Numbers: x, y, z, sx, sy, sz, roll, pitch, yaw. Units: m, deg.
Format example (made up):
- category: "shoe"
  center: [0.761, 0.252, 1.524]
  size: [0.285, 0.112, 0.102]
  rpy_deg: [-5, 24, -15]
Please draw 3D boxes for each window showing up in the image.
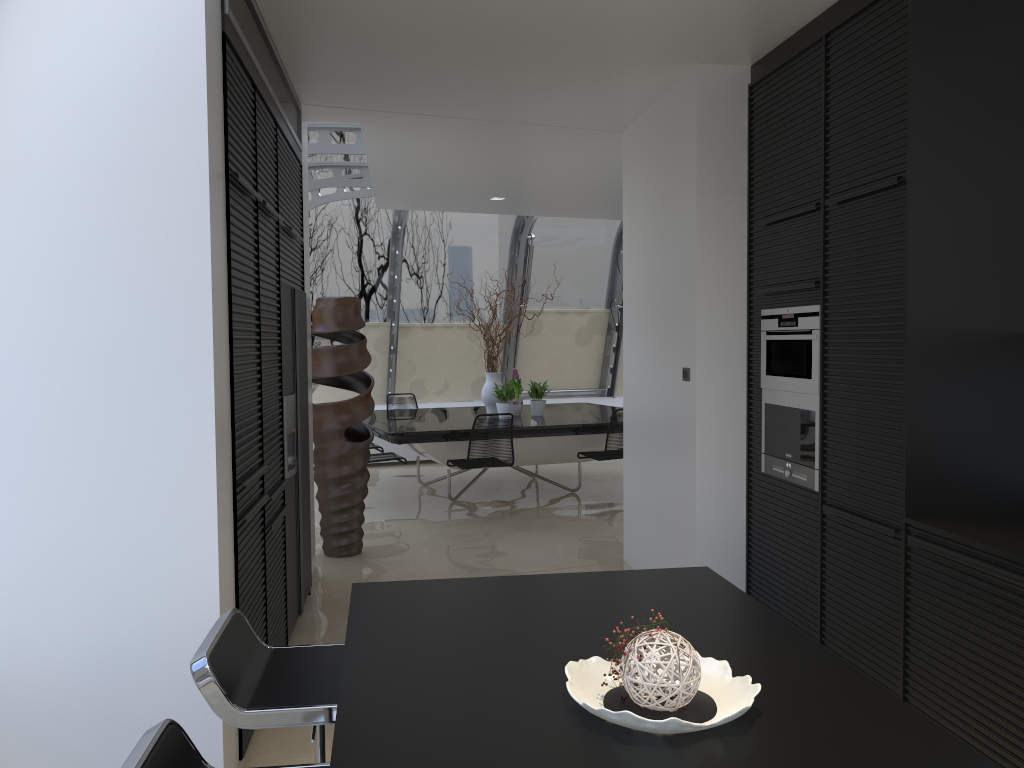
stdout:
- category: "window"
  center: [4.248, -0.233, 5.548]
  size: [16.171, 3.674, 16.693]
  rpy_deg: [-1, 3, -15]

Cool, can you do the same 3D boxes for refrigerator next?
- category: "refrigerator"
  center: [-1.248, 0.361, 4.745]
  size: [0.234, 1.742, 1.006]
  rpy_deg: [-1, 3, -8]

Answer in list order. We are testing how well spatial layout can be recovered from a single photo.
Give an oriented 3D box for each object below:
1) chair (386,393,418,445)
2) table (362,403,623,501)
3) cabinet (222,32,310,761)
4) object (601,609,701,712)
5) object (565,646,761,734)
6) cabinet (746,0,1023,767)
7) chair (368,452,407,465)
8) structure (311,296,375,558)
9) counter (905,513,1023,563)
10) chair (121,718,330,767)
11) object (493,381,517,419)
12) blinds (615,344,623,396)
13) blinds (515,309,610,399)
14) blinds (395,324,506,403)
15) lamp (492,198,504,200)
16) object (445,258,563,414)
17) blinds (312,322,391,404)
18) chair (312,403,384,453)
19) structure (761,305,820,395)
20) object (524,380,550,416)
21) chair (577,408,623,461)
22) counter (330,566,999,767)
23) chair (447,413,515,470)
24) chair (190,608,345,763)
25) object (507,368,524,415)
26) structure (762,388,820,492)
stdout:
- category: "chair"
  center: [-1.168, 0.380, 9.953]
  size: [0.446, 0.519, 0.688]
  rpy_deg: [-2, 3, -21]
- category: "table"
  center: [-0.068, 0.692, 9.052]
  size: [3.031, 0.759, 2.494]
  rpy_deg: [-2, 3, -21]
- category: "cabinet"
  center: [-1.470, 0.053, 4.099]
  size: [0.831, 2.558, 2.252]
  rpy_deg: [-1, 3, -7]
- category: "object"
  center: [0.260, 0.498, 1.600]
  size: [0.190, 0.191, 0.165]
  rpy_deg: [1, 3, 20]
- category: "object"
  center: [0.267, 0.559, 1.592]
  size: [0.334, 0.078, 0.329]
  rpy_deg: [-2, 3, -21]
- category: "cabinet"
  center: [1.989, -0.061, 2.104]
  size: [0.831, 2.901, 5.157]
  rpy_deg: [-1, 3, -8]
- category: "chair"
  center: [-1.342, 0.473, 8.076]
  size: [0.688, 0.519, 0.446]
  rpy_deg: [-2, 3, -21]
- category: "structure"
  center: [-1.222, 0.306, 6.312]
  size: [0.493, 1.843, 0.498]
  rpy_deg: [-1, 3, -10]
- category: "counter"
  center: [2.096, 0.579, 1.432]
  size: [0.804, 0.025, 3.738]
  rpy_deg: [-1, 3, -8]
- category: "chair"
  center: [-0.385, 1.014, 1.431]
  size: [0.460, 0.857, 0.418]
  rpy_deg: [-1, 3, -7]
- category: "object"
  center: [-0.069, 0.151, 8.576]
  size: [0.284, 0.369, 0.215]
  rpy_deg: [0, 3, 17]
- category: "blinds"
  center: [2.074, -0.334, 12.471]
  size: [1.430, 1.027, 0.329]
  rpy_deg: [-2, 3, -21]
- category: "blinds"
  center: [0.652, -0.387, 11.882]
  size: [1.376, 1.214, 0.387]
  rpy_deg: [-2, 3, -21]
- category: "blinds"
  center: [-0.795, -0.255, 11.355]
  size: [1.430, 1.027, 0.329]
  rpy_deg: [-2, 3, -21]
- category: "lamp"
  center: [6.117, -1.737, 5.958]
  size: [9.928, 0.004, 9.775]
  rpy_deg: [-2, 3, -21]
- category: "object"
  center: [-0.053, -0.453, 8.815]
  size: [1.135, 1.549, 1.031]
  rpy_deg: [-2, 3, -29]
- category: "blinds"
  center: [-2.452, 0.311, 10.908]
  size: [1.829, 2.118, 0.663]
  rpy_deg: [-2, 3, -21]
- category: "chair"
  center: [-1.678, 0.434, 8.938]
  size: [0.688, 0.519, 0.446]
  rpy_deg: [-2, 3, -21]
- category: "structure"
  center: [1.286, -0.160, 4.119]
  size: [0.061, 0.388, 0.592]
  rpy_deg: [-1, 3, -8]
- category: "object"
  center: [0.258, 0.131, 8.925]
  size: [0.284, 0.369, 0.215]
  rpy_deg: [0, 3, 12]
- category: "chair"
  center: [0.934, 0.454, 8.073]
  size: [0.446, 0.519, 0.688]
  rpy_deg: [-2, 3, -21]
- category: "counter"
  center: [0.340, 0.630, 0.603]
  size: [1.006, 0.018, 3.800]
  rpy_deg: [-1, 3, -8]
- category: "chair"
  center: [-0.255, 0.486, 7.611]
  size: [0.446, 0.519, 0.688]
  rpy_deg: [-2, 3, -21]
- category: "chair"
  center: [-0.468, 0.984, 2.077]
  size: [0.460, 0.857, 0.418]
  rpy_deg: [-1, 3, -7]
- category: "object"
  center: [0.010, 0.070, 9.193]
  size: [0.238, 0.476, 0.417]
  rpy_deg: [0, 3, 7]
- category: "structure"
  center: [1.293, 0.244, 4.138]
  size: [0.023, 0.420, 0.592]
  rpy_deg: [-1, 3, -7]
